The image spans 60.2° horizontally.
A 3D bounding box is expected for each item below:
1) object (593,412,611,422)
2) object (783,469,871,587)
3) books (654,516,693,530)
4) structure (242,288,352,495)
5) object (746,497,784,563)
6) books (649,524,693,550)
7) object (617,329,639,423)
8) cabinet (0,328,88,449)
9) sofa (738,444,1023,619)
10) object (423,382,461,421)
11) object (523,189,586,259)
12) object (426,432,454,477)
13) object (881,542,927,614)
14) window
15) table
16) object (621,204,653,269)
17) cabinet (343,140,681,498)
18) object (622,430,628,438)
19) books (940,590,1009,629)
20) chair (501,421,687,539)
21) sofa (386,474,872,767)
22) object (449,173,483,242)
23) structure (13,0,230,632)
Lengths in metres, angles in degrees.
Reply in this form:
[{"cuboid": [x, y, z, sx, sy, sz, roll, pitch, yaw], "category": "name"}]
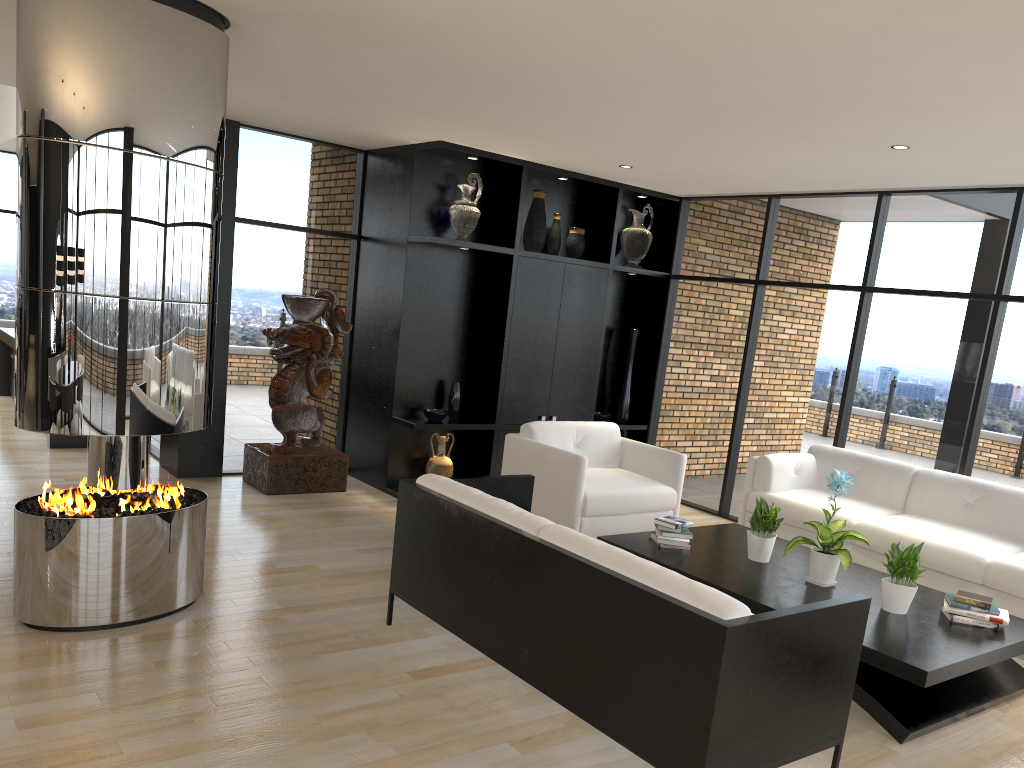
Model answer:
[{"cuboid": [0.813, 0.314, 8.218, 0.212, 0.082, 0.210, 1, 8, -40], "category": "object"}, {"cuboid": [1.685, 0.761, 4.684, 0.371, 0.641, 0.349, 3, 10, -18], "category": "object"}, {"cuboid": [0.944, 0.811, 5.166, 0.153, 0.027, 0.184, 12, 8, 43], "category": "books"}, {"cuboid": [-1.642, 0.034, 6.974, 0.731, 1.618, 0.509, -1, 12, -37], "category": "structure"}, {"cuboid": [1.443, 0.833, 5.058, 0.214, 0.375, 0.281, 9, 9, 16], "category": "object"}, {"cuboid": [0.940, 0.886, 5.196, 0.223, 0.128, 0.303, 7, 6, 1], "category": "books"}, {"cuboid": [1.096, -0.072, 8.312, 0.114, 0.896, 0.111, 1, 12, -25], "category": "object"}, {"cuboid": [-4.517, -0.027, 8.741, 0.621, 0.751, 2.998, 0, 9, -38], "category": "cabinet"}, {"cuboid": [2.785, 1.037, 5.646, 0.854, 0.868, 2.658, 0, 9, -38], "category": "sofa"}, {"cuboid": [-0.543, 0.143, 7.156, 0.373, 0.317, 0.210, 0, 11, -39], "category": "object"}, {"cuboid": [0.366, -1.335, 7.452, 0.618, 0.518, 0.205, 1, 11, -37], "category": "object"}, {"cuboid": [-0.590, 0.642, 7.253, 0.223, 0.502, 0.219, 5, 10, -11], "category": "object"}, {"cuboid": [1.936, 0.952, 4.395, 0.213, 0.375, 0.282, 12, 10, 30], "category": "object"}, {"cuboid": [-2.916, -1.583, 5.201, 15.722, 4.857, 10.095, 11, 8, 39], "category": "window"}, {"cuboid": [1.591, 1.237, 4.837, 1.264, 0.356, 2.004, 2, 7, -38], "category": "table"}, {"cuboid": [1.129, -1.343, 7.999, 0.284, 0.602, 0.280, 9, 10, 13], "category": "object"}, {"cuboid": [0.041, -0.455, 7.923, 2.662, 2.783, 1.167, 0, 11, -36], "category": "cabinet"}, {"cuboid": [1.053, 0.705, 8.464, 0.109, 0.527, 0.108, 9, 11, 16], "category": "object"}, {"cuboid": [2.303, 1.117, 4.383, 0.306, 0.128, 0.222, 9, 7, 20], "category": "books"}, {"cuboid": [0.561, 0.733, 6.192, 1.001, 0.869, 0.843, 1, 10, -37], "category": "chair"}, {"cuboid": [0.352, 0.963, 3.815, 0.838, 0.815, 2.004, 0, 9, -38], "category": "sofa"}, {"cuboid": [-0.365, -1.381, 6.880, 0.245, 0.553, 0.241, 8, 10, 7], "category": "object"}, {"cuboid": [-1.770, -0.287, 4.009, 0.580, 2.784, 0.888, 15, 13, 40], "category": "structure"}]
